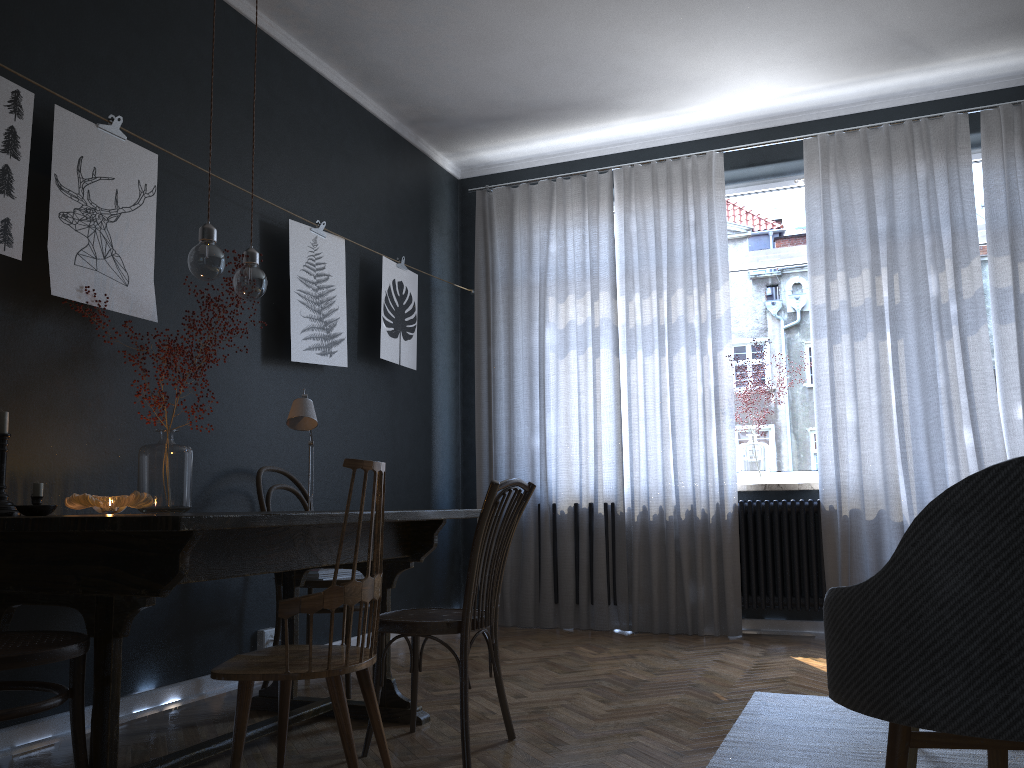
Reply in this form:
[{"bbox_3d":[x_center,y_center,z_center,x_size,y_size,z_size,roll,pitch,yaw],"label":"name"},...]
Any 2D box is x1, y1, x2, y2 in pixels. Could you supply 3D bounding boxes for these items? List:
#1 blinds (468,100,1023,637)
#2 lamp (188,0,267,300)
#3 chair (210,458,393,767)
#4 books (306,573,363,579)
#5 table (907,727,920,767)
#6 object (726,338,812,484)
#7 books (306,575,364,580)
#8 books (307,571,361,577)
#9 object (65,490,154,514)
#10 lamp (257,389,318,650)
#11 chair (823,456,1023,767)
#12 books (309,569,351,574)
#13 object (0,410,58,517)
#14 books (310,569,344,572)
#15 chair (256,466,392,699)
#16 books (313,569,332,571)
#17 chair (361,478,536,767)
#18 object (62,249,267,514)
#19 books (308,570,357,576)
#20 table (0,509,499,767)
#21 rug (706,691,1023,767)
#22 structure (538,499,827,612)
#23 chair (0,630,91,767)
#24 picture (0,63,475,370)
[{"bbox_3d":[1.609,-0.014,4.952,3.994,2.783,0.313,-4,-8,22],"label":"blinds"},{"bbox_3d":[-0.415,-1.144,2.480,0.583,1.571,1.593,4,-9,-36],"label":"lamp"},{"bbox_3d":[-0.489,0.619,2.167,0.384,0.855,0.457,-2,-7,7],"label":"chair"},{"bbox_3d":[-0.770,0.796,3.698,0.219,0.007,0.305,-6,-9,34],"label":"books"},{"bbox_3d":[1.231,0.782,2.425,0.339,0.549,0.789,-4,-8,22],"label":"table"},{"bbox_3d":[1.414,0.168,5.109,0.514,0.808,0.600,0,-7,-4],"label":"object"},{"bbox_3d":[-0.769,0.803,3.699,0.219,0.008,0.305,-5,-9,29],"label":"books"},{"bbox_3d":[-0.769,0.788,3.700,0.219,0.008,0.305,-6,-9,34],"label":"books"},{"bbox_3d":[-1.254,0.370,2.765,0.252,0.072,0.254,-5,-9,28],"label":"object"},{"bbox_3d":[-0.864,0.586,3.631,0.242,1.067,0.801,2,-8,-23],"label":"lamp"},{"bbox_3d":[0.928,0.534,1.564,0.645,0.809,0.496,-1,-7,0],"label":"chair"},{"bbox_3d":[-0.774,0.775,3.704,0.219,0.008,0.288,-6,-10,35],"label":"books"},{"bbox_3d":[-1.412,0.143,2.351,0.223,0.418,0.369,-4,-8,23],"label":"object"},{"bbox_3d":[-0.775,0.770,3.705,0.219,0.008,0.288,-6,-10,35],"label":"books"},{"bbox_3d":[-0.796,0.800,3.736,0.549,0.919,0.438,-3,-7,20],"label":"chair"},{"bbox_3d":[-0.771,0.765,3.713,0.219,0.006,0.305,-6,-9,34],"label":"books"},{"bbox_3d":[-0.190,0.707,2.745,0.467,0.818,0.363,-4,-8,22],"label":"chair"},{"bbox_3d":[-1.209,-0.014,3.123,0.638,0.929,0.557,0,-7,-7],"label":"object"},{"bbox_3d":[-0.769,0.780,3.699,0.219,0.013,0.305,-6,-9,34],"label":"books"},{"bbox_3d":[-0.864,0.751,2.649,1.126,0.726,1.607,-4,-8,22],"label":"table"},{"bbox_3d":[1.025,1.047,2.333,1.004,0.013,2.014,-4,-8,22],"label":"rug"},{"bbox_3d":[1.004,0.984,5.156,1.847,0.599,0.216,-4,-8,22],"label":"structure"},{"bbox_3d":[-1.185,0.553,1.888,0.438,0.919,0.550,-4,-8,25],"label":"chair"},{"bbox_3d":[-1.093,-0.519,3.825,0.058,0.769,4.464,-4,-8,22],"label":"picture"}]
